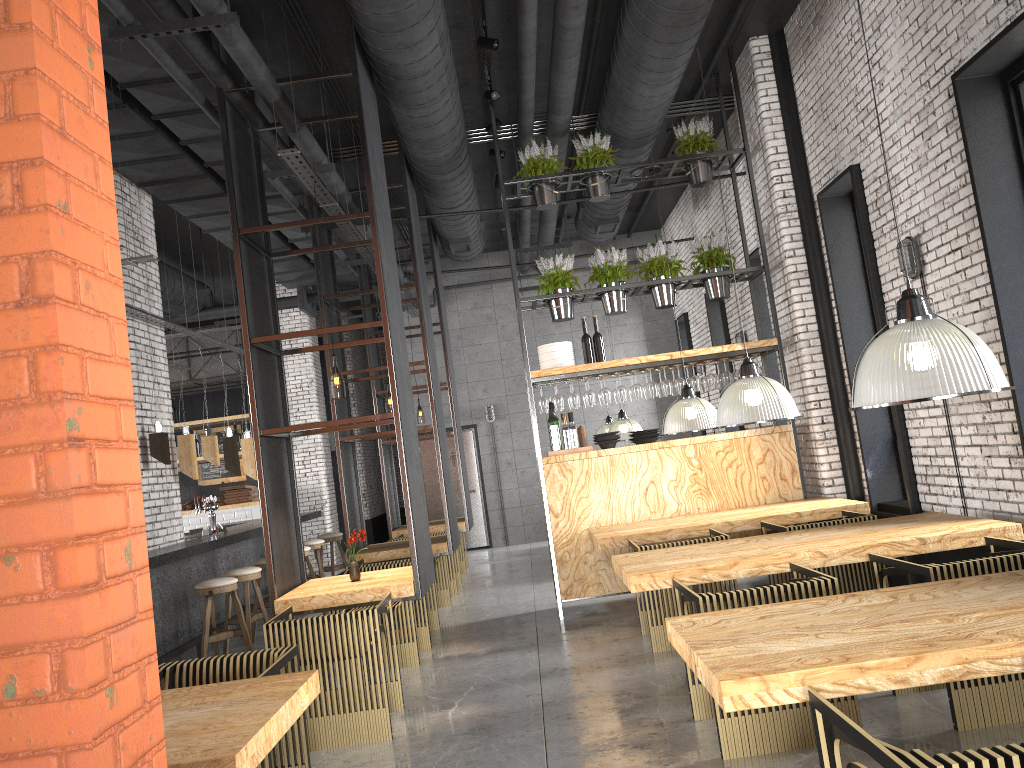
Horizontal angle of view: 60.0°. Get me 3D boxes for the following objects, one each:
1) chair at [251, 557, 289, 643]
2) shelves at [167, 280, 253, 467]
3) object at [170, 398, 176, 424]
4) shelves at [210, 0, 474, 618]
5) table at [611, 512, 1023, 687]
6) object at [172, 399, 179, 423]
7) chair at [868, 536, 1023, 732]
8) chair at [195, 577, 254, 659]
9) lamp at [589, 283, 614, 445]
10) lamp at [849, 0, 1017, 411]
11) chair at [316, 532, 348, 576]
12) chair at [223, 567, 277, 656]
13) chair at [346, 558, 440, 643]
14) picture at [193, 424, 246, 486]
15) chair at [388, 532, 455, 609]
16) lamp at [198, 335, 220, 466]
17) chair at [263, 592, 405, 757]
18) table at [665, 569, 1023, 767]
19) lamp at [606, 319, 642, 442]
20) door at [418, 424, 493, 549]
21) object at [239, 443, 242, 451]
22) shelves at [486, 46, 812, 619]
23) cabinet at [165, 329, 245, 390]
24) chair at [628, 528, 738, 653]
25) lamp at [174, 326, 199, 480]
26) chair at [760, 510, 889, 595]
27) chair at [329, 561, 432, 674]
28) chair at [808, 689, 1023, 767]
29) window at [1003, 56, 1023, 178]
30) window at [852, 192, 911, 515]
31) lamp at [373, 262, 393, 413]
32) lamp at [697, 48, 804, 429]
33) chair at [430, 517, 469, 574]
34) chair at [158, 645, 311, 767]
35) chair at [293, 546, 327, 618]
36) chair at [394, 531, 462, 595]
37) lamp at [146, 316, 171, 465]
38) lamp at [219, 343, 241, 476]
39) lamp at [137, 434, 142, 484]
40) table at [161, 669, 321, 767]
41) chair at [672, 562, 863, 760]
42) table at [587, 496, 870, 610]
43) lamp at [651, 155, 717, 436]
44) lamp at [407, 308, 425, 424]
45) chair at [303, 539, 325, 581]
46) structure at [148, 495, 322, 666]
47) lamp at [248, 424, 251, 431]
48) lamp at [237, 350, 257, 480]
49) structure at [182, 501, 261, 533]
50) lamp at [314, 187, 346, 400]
[{"bbox_3d":[-2.347,2.122,8.815,0.481,0.807,0.438,-3,-7,-41],"label":"chair"},{"bbox_3d":[-7.216,0.061,14.983,5.677,3.073,0.596,-8,-6,0],"label":"shelves"},{"bbox_3d":[-5.735,0.471,14.936,0.098,0.459,0.098,-5,-6,-22],"label":"object"},{"bbox_3d":[-1.330,-0.445,9.001,1.003,4.375,6.136,-8,-5,0],"label":"shelves"},{"bbox_3d":[1.732,1.305,5.200,2.116,0.765,0.998,-8,-5,0],"label":"table"},{"bbox_3d":[-5.734,0.482,15.071,0.098,0.459,0.098,-5,-6,-22],"label":"object"},{"bbox_3d":[2.251,1.181,4.320,0.657,0.731,0.637,-7,-5,-3],"label":"chair"},{"bbox_3d":[-2.396,2.008,7.322,0.481,0.807,0.437,-5,-6,-26],"label":"chair"},{"bbox_3d":[1.322,-0.325,13.192,0.535,2.411,0.537,-13,-8,42],"label":"lamp"},{"bbox_3d":[1.306,-1.130,3.232,0.535,2.411,0.536,-12,-7,36],"label":"lamp"},{"bbox_3d":[-2.280,2.333,11.538,0.439,0.807,0.479,-4,-6,-31],"label":"chair"},{"bbox_3d":[-2.394,2.056,7.928,0.481,0.807,0.438,-7,-6,-11],"label":"chair"},{"bbox_3d":[-1.041,1.914,7.868,0.657,0.731,0.637,-8,-5,2],"label":"chair"},{"bbox_3d":[-5.930,1.451,17.993,0.980,1.144,0.020,-8,-6,0],"label":"picture"},{"bbox_3d":[-1.008,2.058,9.702,0.657,0.731,0.637,-8,-5,-1],"label":"chair"},{"bbox_3d":[-3.236,0.163,9.357,0.127,1.422,0.127,-8,-6,0],"label":"lamp"},{"bbox_3d":[-1.044,1.706,5.300,0.657,0.731,0.637,-8,-5,-1],"label":"chair"},{"bbox_3d":[1.705,1.132,3.011,2.116,0.765,0.998,-8,-5,0],"label":"table"},{"bbox_3d":[1.301,-0.462,11.476,0.535,2.411,0.536,-12,-7,36],"label":"lamp"},{"bbox_3d":[-1.011,1.796,15.064,1.120,2.107,0.158,-8,-6,0],"label":"door"},{"bbox_3d":[-4.476,1.033,14.728,0.118,0.181,0.118,-6,-6,-16],"label":"object"},{"bbox_3d":[1.246,-0.528,8.400,2.333,5.029,0.688,-8,-6,0],"label":"shelves"},{"bbox_3d":[-7.128,0.069,17.275,5.863,1.772,0.681,-8,-6,0],"label":"cabinet"},{"bbox_3d":[1.256,1.492,6.494,0.657,0.731,0.637,-8,-5,0],"label":"chair"},{"bbox_3d":[-3.236,0.174,8.703,0.127,1.550,0.127,-8,-6,0],"label":"lamp"},{"bbox_3d":[2.288,1.354,6.514,0.657,0.731,0.637,-8,-5,-2],"label":"chair"},{"bbox_3d":[-1.051,1.853,7.099,0.657,0.731,0.637,-8,-5,3],"label":"chair"},{"bbox_3d":[1.191,1.147,2.124,0.657,0.731,0.637,-8,-5,0],"label":"chair"},{"bbox_3d":[3.008,-0.528,4.718,0.365,2.704,0.747,-8,-6,0],"label":"window"},{"bbox_3d":[3.038,-0.337,7.127,0.365,2.704,0.747,-8,-6,0],"label":"window"},{"bbox_3d":[-1.313,-0.484,8.977,0.108,1.602,0.108,-2,-8,-43],"label":"lamp"},{"bbox_3d":[1.335,-0.949,5.512,0.535,2.411,0.536,-12,-7,36],"label":"lamp"},{"bbox_3d":[-0.977,2.258,12.228,0.657,0.731,0.637,-8,-5,-1],"label":"chair"},{"bbox_3d":[-1.298,1.626,3.892,0.657,0.731,0.637,-8,-5,-1],"label":"chair"},{"bbox_3d":[-2.299,2.192,9.755,0.439,0.807,0.479,-7,-6,-11],"label":"chair"},{"bbox_3d":[-0.979,2.114,10.442,0.657,0.731,0.637,-8,-5,1],"label":"chair"},{"bbox_3d":[-3.254,0.048,8.063,0.127,1.398,0.127,-8,-6,0],"label":"lamp"},{"bbox_3d":[-3.219,0.277,9.998,0.127,1.550,0.127,-8,-6,0],"label":"lamp"},{"bbox_3d":[-3.252,0.071,7.408,0.127,1.550,0.127,-8,-6,0],"label":"lamp"},{"bbox_3d":[-1.206,1.518,2.927,0.996,0.765,0.998,-8,-5,0],"label":"table"},{"bbox_3d":[1.219,1.323,4.349,0.657,0.731,0.637,-8,-5,-1],"label":"chair"},{"bbox_3d":[1.759,1.472,7.302,2.116,0.765,0.998,-8,-5,0],"label":"table"},{"bbox_3d":[1.360,-0.789,7.528,0.535,2.411,0.536,-12,-7,36],"label":"lamp"},{"bbox_3d":[-1.280,-0.277,11.580,0.108,1.602,0.108,-11,-7,32],"label":"lamp"},{"bbox_3d":[-2.427,2.281,10.650,0.439,0.807,0.479,-8,-5,-1],"label":"chair"},{"bbox_3d":[-4.811,2.178,9.554,4.310,1.536,5.865,-8,-5,0],"label":"structure"},{"bbox_3d":[-5.159,0.540,17.750,0.390,0.939,0.390,-8,-6,3],"label":"lamp"},{"bbox_3d":[-3.207,0.358,10.642,0.127,1.610,0.127,-8,-6,0],"label":"lamp"},{"bbox_3d":[-6.779,2.956,14.616,5.800,1.348,1.508,-8,-5,0],"label":"structure"},{"bbox_3d":[-1.345,-0.686,6.423,0.108,1.602,0.108,-5,-6,-28],"label":"lamp"}]
